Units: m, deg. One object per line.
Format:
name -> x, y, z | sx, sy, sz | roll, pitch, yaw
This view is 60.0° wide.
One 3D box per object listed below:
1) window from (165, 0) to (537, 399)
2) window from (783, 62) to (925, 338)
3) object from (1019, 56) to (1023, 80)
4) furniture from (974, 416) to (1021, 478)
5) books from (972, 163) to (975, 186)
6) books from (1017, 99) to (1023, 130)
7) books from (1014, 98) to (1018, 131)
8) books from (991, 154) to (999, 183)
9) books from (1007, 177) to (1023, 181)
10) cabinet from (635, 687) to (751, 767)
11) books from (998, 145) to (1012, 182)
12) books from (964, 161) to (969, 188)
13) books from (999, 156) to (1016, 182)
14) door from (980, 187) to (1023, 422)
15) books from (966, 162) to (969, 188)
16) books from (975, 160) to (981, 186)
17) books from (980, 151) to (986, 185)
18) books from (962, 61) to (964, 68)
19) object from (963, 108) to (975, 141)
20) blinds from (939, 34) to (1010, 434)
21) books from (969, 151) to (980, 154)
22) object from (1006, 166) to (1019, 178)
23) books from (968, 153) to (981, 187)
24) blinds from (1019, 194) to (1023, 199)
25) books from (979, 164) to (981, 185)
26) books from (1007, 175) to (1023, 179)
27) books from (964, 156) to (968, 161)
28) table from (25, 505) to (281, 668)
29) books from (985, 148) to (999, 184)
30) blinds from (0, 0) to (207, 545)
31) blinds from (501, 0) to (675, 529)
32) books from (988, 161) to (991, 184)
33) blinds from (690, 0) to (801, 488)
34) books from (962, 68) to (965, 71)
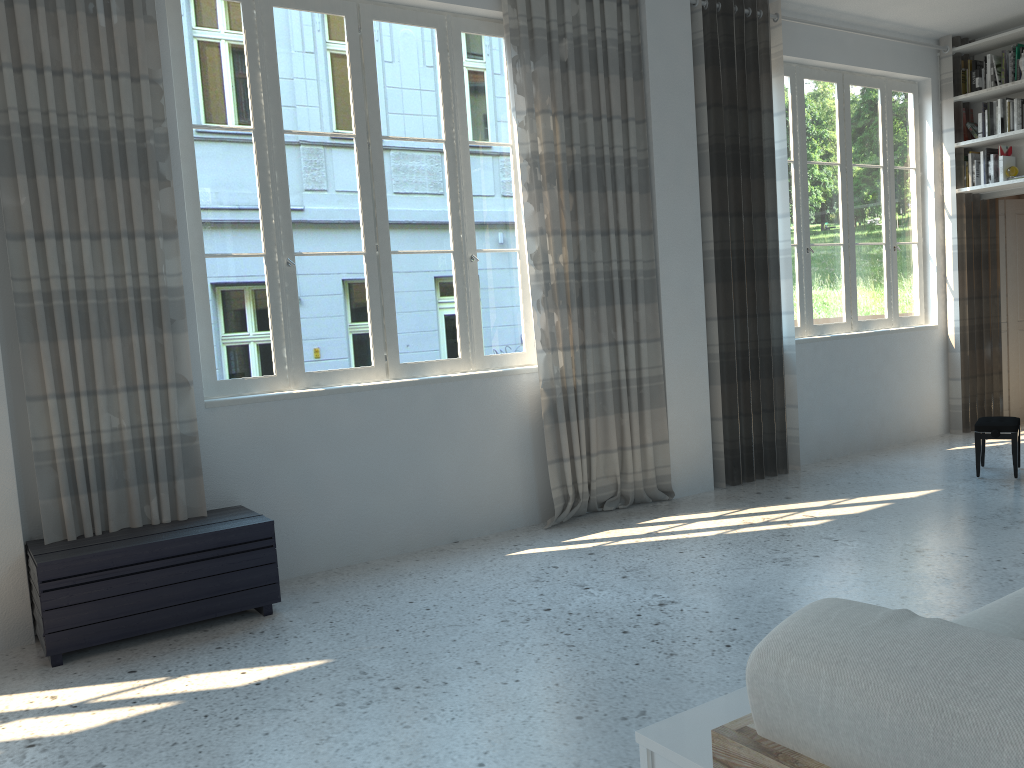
window -> -1.979, -9.586, 22.278 | 18.519, 18.559, 32.790 | -6, 5, -29
window -> 2.586, -1.386, 6.813 | 1.981, 2.011, 0.073 | -7, 6, -33
object -> 3.901, -2.396, 6.752 | 0.067, 0.198, 0.067 | -3, 5, 10
furniture -> 3.137, 0.395, 5.722 | 0.240, 0.354, 0.466 | -1, 5, 32
books -> 3.827, -1.702, 7.257 | 0.160, 0.197, 0.029 | -7, 6, -33
books -> 3.994, -2.083, 6.905 | 0.165, 0.251, 0.030 | -7, 6, -33
books -> 3.979, -2.089, 6.928 | 0.167, 0.261, 0.025 | -7, 6, -33
books -> 3.896, -1.715, 7.101 | 0.188, 0.237, 0.021 | -7, 6, -33
books -> 4.052, -1.612, 6.929 | 0.159, 0.012, 0.285 | -7, 5, -36
cabinet -> 0.539, 0.814, 1.508 | 0.502, 0.487, 0.380 | -7, 5, -33
books -> 3.937, -1.747, 7.071 | 0.179, 0.299, 0.013 | -7, 6, -33
books -> 3.781, -1.718, 7.310 | 0.179, 0.228, 0.013 | -7, 6, -33
books -> 3.940, -1.701, 7.050 | 0.187, 0.211, 0.029 | -7, 6, -33
door -> 4.485, -0.635, 7.472 | 0.786, 1.983, 0.833 | -7, 6, -33
books -> 3.789, -1.715, 7.300 | 0.162, 0.222, 0.013 | -7, 6, -33
books -> 3.830, -1.712, 7.236 | 0.181, 0.220, 0.010 | -7, 6, -33
books -> 3.860, -1.742, 7.200 | 0.156, 0.282, 0.022 | -7, 6, -33
books -> 3.718, -2.489, 7.271 | 0.180, 0.307, 0.012 | -7, 6, -33
object -> 3.745, -2.117, 7.290 | 0.176, 0.296, 0.035 | -7, 6, -33
blinds -> 3.903, -1.228, 7.475 | 0.775, 3.234, 0.140 | -7, 6, -33
books -> 3.812, -1.757, 7.297 | 0.135, 0.303, 0.013 | -7, 6, -33
object -> 3.938, -1.670, 6.981 | 0.087, 0.088, 0.086 | -3, 5, 16
books -> 3.804, -1.743, 7.271 | 0.170, 0.282, 0.023 | -7, 6, -33
blinds -> 4.888, -1.342, 8.111 | 0.775, 3.234, 0.140 | -7, 6, -33
books -> 3.863, -1.696, 7.235 | 0.134, 0.185, 0.029 | -7, 6, -33
books -> 4.053, -1.625, 6.930 | 0.159, 0.012, 0.285 | -6, 5, -31
books -> 3.764, -1.739, 7.312 | 0.188, 0.273, 0.011 | -7, 6, -33
table -> -1.541, 0.832, 3.824 | 0.925, 0.416, 0.523 | -7, 5, -33
books -> 3.870, -1.746, 7.144 | 0.187, 0.297, 0.013 | -7, 6, -33
blinds -> -1.777, -0.590, 3.786 | 0.721, 3.265, 0.132 | -7, 6, -33
blinds -> 0.458, -0.849, 5.244 | 1.025, 3.265, 0.183 | -7, 6, -33
books -> 3.895, -1.696, 7.140 | 0.180, 0.193, 0.024 | -7, 6, -33
blinds -> 1.570, -0.958, 5.968 | 0.775, 3.234, 0.140 | -7, 6, -33
books -> 3.737, -2.457, 7.271 | 0.150, 0.242, 0.011 | -7, 6, -33
